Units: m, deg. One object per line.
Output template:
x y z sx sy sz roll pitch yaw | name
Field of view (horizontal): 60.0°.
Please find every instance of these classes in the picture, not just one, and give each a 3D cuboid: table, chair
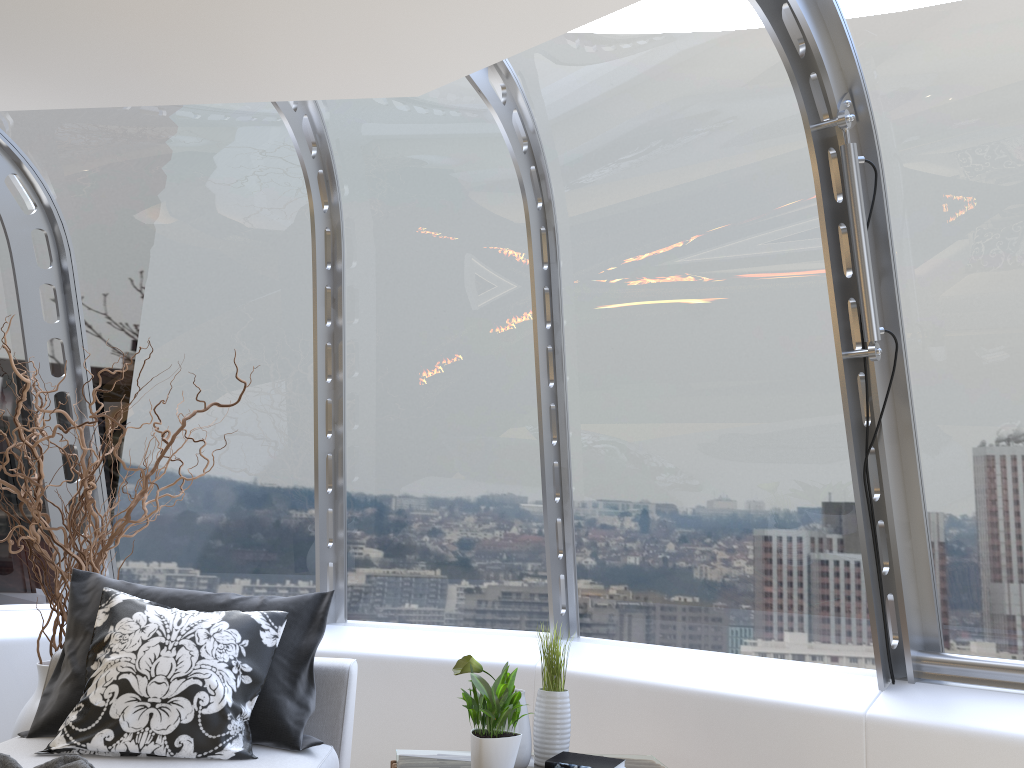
0.101 1.493 2.811 1.007 0.436 0.923 4 -11 -7 | table
-1.191 1.243 2.586 1.176 0.690 2.068 3 -11 -2 | chair

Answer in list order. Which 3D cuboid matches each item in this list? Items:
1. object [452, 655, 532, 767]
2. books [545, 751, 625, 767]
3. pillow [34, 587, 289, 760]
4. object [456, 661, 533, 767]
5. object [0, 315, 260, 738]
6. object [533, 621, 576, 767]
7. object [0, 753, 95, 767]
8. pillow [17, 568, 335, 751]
-0.071 1.123 3.051 0.297 0.370 0.152 6 -12 -17 | object
0.226 1.262 2.889 0.265 0.063 0.246 0 -12 14 | books
-1.140 0.973 2.979 0.683 0.528 0.431 4 -11 -8 | pillow
-0.064 1.083 2.837 0.215 0.369 0.284 9 -13 -28 | object
-2.186 0.781 4.029 1.370 2.059 1.508 -3 -13 28 | object
0.144 1.085 3.169 0.153 0.511 0.150 4 -11 -4 | object
-0.999 1.100 1.970 0.825 0.359 1.024 4 -11 -3 | object
-1.182 1.013 3.277 1.070 0.597 0.510 3 -11 -2 | pillow
